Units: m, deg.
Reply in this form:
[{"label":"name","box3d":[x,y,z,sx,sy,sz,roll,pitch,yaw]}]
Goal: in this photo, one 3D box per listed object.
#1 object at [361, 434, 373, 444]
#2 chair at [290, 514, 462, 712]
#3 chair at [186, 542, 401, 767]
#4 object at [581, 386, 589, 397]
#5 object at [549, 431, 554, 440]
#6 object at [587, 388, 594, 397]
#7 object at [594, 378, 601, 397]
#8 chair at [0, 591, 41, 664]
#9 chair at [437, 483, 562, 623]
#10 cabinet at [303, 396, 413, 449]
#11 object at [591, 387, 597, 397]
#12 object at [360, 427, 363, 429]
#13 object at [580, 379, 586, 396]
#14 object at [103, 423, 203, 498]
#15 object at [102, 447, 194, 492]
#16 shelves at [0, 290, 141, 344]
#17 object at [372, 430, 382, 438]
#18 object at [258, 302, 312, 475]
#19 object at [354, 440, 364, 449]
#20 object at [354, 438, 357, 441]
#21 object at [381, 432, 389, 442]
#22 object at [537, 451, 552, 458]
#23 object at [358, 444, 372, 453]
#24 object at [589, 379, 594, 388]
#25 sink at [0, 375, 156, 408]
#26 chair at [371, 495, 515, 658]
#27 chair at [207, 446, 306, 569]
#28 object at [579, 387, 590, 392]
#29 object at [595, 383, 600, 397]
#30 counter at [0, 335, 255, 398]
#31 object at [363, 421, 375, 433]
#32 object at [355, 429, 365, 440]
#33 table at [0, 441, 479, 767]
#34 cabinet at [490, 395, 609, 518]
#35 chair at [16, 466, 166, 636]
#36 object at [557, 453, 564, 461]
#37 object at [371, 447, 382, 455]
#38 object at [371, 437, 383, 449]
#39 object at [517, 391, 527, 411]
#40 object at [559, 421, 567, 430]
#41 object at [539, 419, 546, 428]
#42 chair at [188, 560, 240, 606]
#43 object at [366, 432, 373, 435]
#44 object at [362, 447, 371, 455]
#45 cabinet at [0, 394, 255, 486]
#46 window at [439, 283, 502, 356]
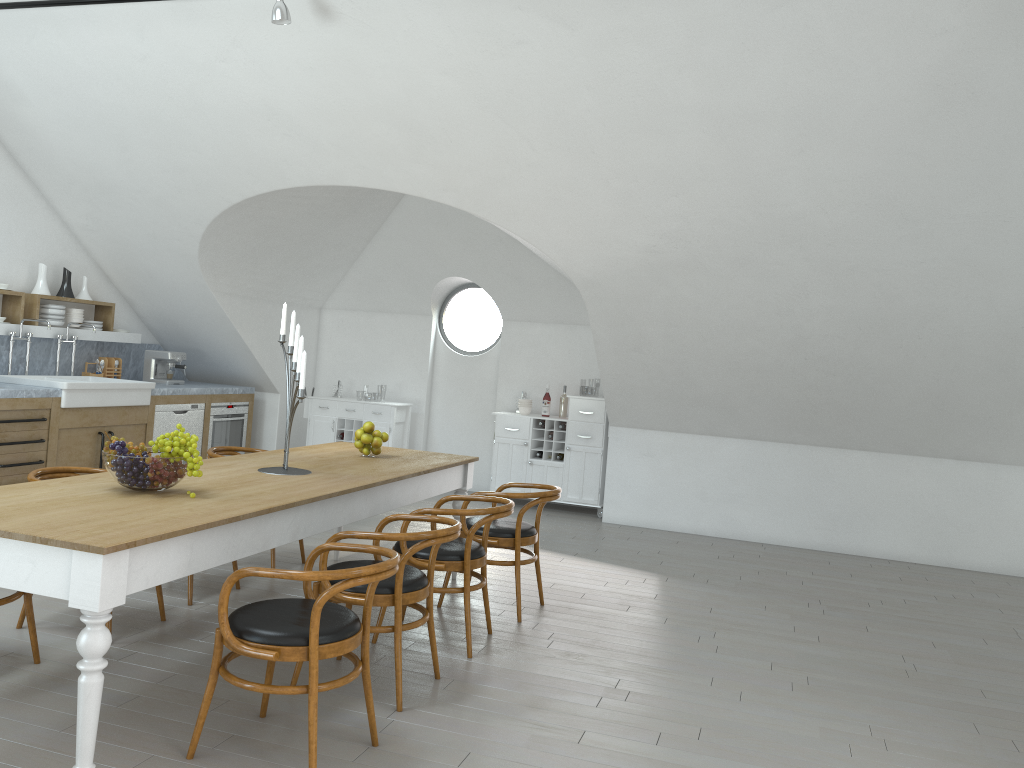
[{"label":"object","box3d":[-0.865,0.327,5.280,0.071,0.064,0.072,5,1,10]},{"label":"chair","box3d":[-0.550,0.939,3.825,0.622,0.735,0.527,5,0,17]},{"label":"chair","box3d":[-0.725,0.943,3.119,0.622,0.735,0.527,5,0,20]},{"label":"object","box3d":[0.718,0.073,8.777,0.081,0.105,0.082,4,0,-35]},{"label":"object","box3d":[0.424,0.519,8.940,0.085,0.085,0.330,5,1,17]},{"label":"object","box3d":[0.770,0.086,8.846,0.077,0.085,0.077,5,1,25]},{"label":"object","box3d":[0.860,0.039,8.975,0.063,0.187,0.063,4,0,3]},{"label":"chair","box3d":[-2.336,0.802,3.672,0.622,0.735,0.527,5,0,17]},{"label":"chair","box3d":[-0.043,0.945,5.186,0.622,0.735,0.527,5,0,20]},{"label":"cabinet","box3d":[-1.668,0.564,9.435,1.135,0.789,0.496,5,0,17]},{"label":"object","box3d":[0.820,0.081,8.912,0.071,0.098,0.071,5,0,25]},{"label":"object","box3d":[-0.902,0.288,5.418,0.062,0.059,0.062,5,1,18]},{"label":"object","box3d":[0.708,0.039,8.858,0.048,0.169,0.048,5,0,-40]},{"label":"object","box3d":[-1.456,0.296,3.594,0.393,0.284,0.292,4,1,-19]},{"label":"object","box3d":[-1.481,0.357,3.615,0.360,0.159,0.360,4,1,-3]},{"label":"shelves","box3d":[-4.335,-1.066,5.957,0.480,1.361,5.548,4,1,11]},{"label":"object","box3d":[-0.813,0.305,5.338,0.058,0.057,0.053,5,1,32]},{"label":"object","box3d":[-1.120,0.004,4.534,0.265,0.875,0.775,5,0,-9]},{"label":"object","box3d":[-0.915,0.360,5.308,0.060,0.056,0.059,5,1,12]},{"label":"object","box3d":[-0.926,0.332,5.390,0.062,0.059,0.062,5,1,21]},{"label":"object","box3d":[-0.778,0.323,5.381,0.063,0.063,0.062,4,1,-20]},{"label":"object","box3d":[0.340,0.708,8.957,0.156,0.085,0.331,5,1,18]},{"label":"object","box3d":[-0.892,0.385,5.377,0.080,0.074,0.078,4,1,-28]},{"label":"object","box3d":[0.796,0.038,8.976,0.054,0.179,0.054,4,0,11]},{"label":"sink","box3d":[-3.590,0.059,7.326,0.727,0.202,1.020,5,1,17]},{"label":"chair","box3d":[-0.321,0.940,4.516,0.621,0.735,0.527,5,0,12]},{"label":"chair","box3d":[-1.686,0.802,5.748,0.622,0.735,0.527,5,0,14]},{"label":"object","box3d":[0.731,0.077,8.929,0.094,0.093,0.093,4,1,-40]},{"label":"object","box3d":[0.849,0.061,8.818,0.046,0.143,0.046,4,0,28]},{"label":"counter","box3d":[-4.037,-0.248,6.373,0.962,0.619,6.572,5,1,17]},{"label":"object","box3d":[-0.863,0.261,5.346,0.072,0.074,0.072,5,1,17]},{"label":"object","box3d":[-0.913,0.305,5.332,0.066,0.071,0.072,4,1,-14]},{"label":"table","box3d":[-1.225,0.837,4.367,1.019,0.799,3.347,5,1,17]},{"label":"cabinet","box3d":[0.420,0.673,8.988,1.243,1.154,0.609,5,0,17]},{"label":"chair","box3d":[-2.065,0.806,4.347,0.622,0.735,0.527,5,0,14]},{"label":"object","box3d":[0.503,0.725,8.899,0.081,0.081,0.358,5,1,15]},{"label":"object","box3d":[-0.820,0.398,5.361,0.063,0.063,0.064,5,1,28]},{"label":"object","box3d":[-0.810,0.351,5.305,0.071,0.072,0.070,4,1,-18]},{"label":"object","box3d":[0.107,0.181,9.282,0.115,0.209,0.065,5,0,19]},{"label":"object","box3d":[0.529,0.422,8.895,0.088,0.085,0.360,5,1,17]},{"label":"object","box3d":[0.334,0.401,8.964,0.093,0.094,0.359,5,1,18]},{"label":"chair","box3d":[-1.908,0.801,5.060,0.622,0.735,0.527,5,0,20]},{"label":"object","box3d":[-0.863,0.308,5.386,0.053,0.051,0.053,4,1,-12]},{"label":"object","box3d":[-0.872,0.403,5.313,0.050,0.050,0.051,5,1,21]},{"label":"cabinet","box3d":[-4.102,0.572,6.292,1.004,1.022,6.425,5,1,17]},{"label":"window","box3d":[-0.422,-0.709,9.781,0.900,0.900,0.060,5,0,17]}]
